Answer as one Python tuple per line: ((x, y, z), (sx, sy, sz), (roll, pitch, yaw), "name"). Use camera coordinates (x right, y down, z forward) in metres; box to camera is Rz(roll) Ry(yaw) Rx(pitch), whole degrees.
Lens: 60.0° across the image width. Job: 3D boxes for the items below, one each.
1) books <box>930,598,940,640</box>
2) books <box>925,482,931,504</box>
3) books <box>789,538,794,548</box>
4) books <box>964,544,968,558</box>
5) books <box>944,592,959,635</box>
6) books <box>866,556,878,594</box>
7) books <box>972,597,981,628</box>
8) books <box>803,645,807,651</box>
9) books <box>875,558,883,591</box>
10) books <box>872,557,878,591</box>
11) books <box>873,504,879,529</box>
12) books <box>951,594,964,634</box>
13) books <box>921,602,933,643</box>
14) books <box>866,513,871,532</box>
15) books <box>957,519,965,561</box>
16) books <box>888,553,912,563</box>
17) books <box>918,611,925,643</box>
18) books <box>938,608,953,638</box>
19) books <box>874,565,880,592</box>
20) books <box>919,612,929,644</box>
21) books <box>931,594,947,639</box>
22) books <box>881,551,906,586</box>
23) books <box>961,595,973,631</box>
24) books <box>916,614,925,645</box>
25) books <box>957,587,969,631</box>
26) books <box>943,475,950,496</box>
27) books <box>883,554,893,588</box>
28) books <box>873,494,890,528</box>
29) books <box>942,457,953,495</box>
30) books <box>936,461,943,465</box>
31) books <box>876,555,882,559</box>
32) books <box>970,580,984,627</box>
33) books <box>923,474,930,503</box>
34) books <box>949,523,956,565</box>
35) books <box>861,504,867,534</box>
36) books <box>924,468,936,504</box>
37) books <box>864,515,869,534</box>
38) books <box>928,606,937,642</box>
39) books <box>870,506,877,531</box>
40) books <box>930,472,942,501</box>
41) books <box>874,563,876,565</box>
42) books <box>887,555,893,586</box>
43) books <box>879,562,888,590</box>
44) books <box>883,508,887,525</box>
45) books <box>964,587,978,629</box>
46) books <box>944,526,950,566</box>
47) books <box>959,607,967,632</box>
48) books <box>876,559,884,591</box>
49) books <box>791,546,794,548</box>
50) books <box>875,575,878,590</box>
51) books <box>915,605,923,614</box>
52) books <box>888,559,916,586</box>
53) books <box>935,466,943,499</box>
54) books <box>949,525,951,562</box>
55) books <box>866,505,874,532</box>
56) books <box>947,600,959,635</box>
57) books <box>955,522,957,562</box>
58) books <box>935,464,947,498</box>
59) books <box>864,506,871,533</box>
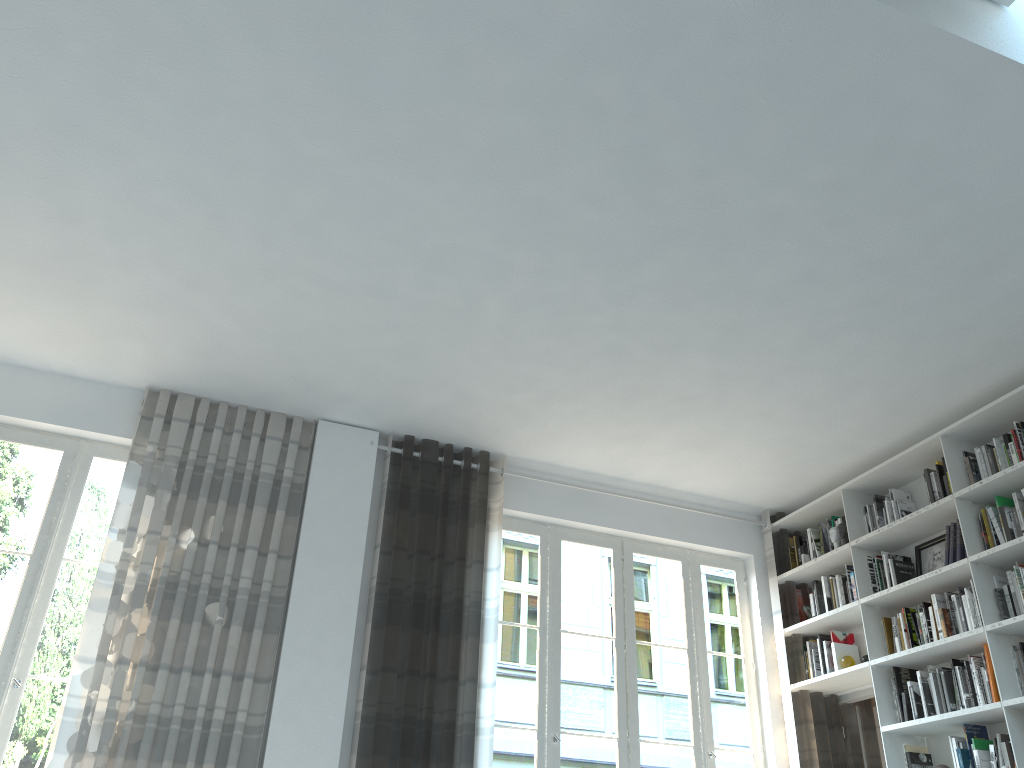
((2.446, 1.346, 4.970), (0.187, 0.269, 0.023), (13, -32, -18), "books")
((2.527, 0.684, 5.228), (0.153, 0.217, 0.028), (13, -32, -18), "books")
((2.046, 1.250, 6.304), (0.180, 0.305, 0.012), (13, -32, -18), "books")
((2.589, 0.897, 4.932), (0.174, 0.284, 0.079), (13, -32, -18), "books")
((2.494, 1.305, 4.912), (0.161, 0.284, 0.026), (13, -32, -18), "books")
((2.299, 1.222, 5.509), (0.184, 0.291, 0.005), (13, -32, -18), "books")
((2.554, 1.257, 4.750), (0.172, 0.205, 0.013), (13, -32, -18), "books")
((2.011, 1.884, 5.910), (0.189, 0.271, 0.011), (13, -32, -18), "books")
((2.327, 1.207, 5.448), (0.184, 0.258, 0.009), (13, -32, -18), "books")
((2.314, 1.221, 5.498), (0.148, 0.285, 0.007), (13, -32, -18), "books")
((2.364, 0.881, 5.596), (0.156, 0.241, 0.016), (13, -32, -18), "books")
((2.511, 1.298, 4.875), (0.158, 0.259, 0.029), (13, -32, -18), "books")
((2.427, 1.385, 5.038), (0.180, 0.271, 0.014), (13, -32, -18), "books")
((2.343, 0.927, 5.644), (0.158, 0.209, 0.033), (13, -32, -18), "books")
((2.558, 0.911, 4.952), (0.174, 0.281, 0.098), (13, -32, -18), "books")
((2.366, 1.160, 5.362), (0.166, 0.253, 0.012), (13, -32, -18), "books")
((2.412, 1.424, 5.063), (0.170, 0.227, 0.012), (13, -32, -18), "books")
((2.457, 1.351, 4.903), (0.192, 0.194, 0.029), (13, -32, -18), "books")
((2.311, 1.226, 5.438), (0.186, 0.213, 0.004), (13, -32, -18), "books")
((2.413, 1.418, 5.041), (0.173, 0.216, 0.031), (13, -32, -18), "books")
((2.451, 1.327, 4.951), (0.185, 0.284, 0.030), (13, -32, -18), "books")
((2.352, 1.169, 5.403), (0.191, 0.279, 0.005), (13, -32, -18), "books")
((2.526, 1.265, 4.788), (0.172, 0.229, 0.031), (13, -32, -18), "books")
((2.400, 1.433, 5.069), (0.164, 0.217, 0.014), (13, -32, -18), "books")
((2.523, 1.254, 4.819), (0.188, 0.279, 0.012), (13, -32, -18), "books")
((2.577, 0.631, 5.107), (0.177, 0.189, 0.027), (13, -32, -18), "books")
((2.348, 1.170, 5.384), (0.183, 0.257, 0.023), (13, -32, -18), "books")
((2.365, 0.837, 5.557), (0.190, 0.278, 0.015), (13, -32, -18), "books")
((2.579, 0.571, 5.110), (0.163, 0.295, 0.025), (13, -32, -18), "books")
((2.575, 0.610, 5.200), (0.137, 0.319, 0.014), (13, -32, -18), "books")
((2.331, 1.206, 5.476), (0.144, 0.287, 0.006), (13, -32, -18), "books")
((2.550, 1.200, 4.735), (0.182, 0.289, 0.012), (13, -32, -18), "books")
((2.532, 0.670, 5.263), (0.151, 0.276, 0.013), (13, -32, -18), "books")
((2.541, 0.938, 4.994), (0.174, 0.278, 0.111), (13, -32, -18), "books")
((2.331, 0.916, 5.698), (0.159, 0.283, 0.007), (13, -32, -18), "books")
((2.533, 0.644, 5.221), (0.188, 0.278, 0.025), (13, -32, -18), "books")
((2.327, 0.943, 5.666), (0.142, 0.203, 0.017), (13, -32, -18), "books")
((2.441, 1.387, 5.007), (0.162, 0.237, 0.047), (13, -32, -18), "books")
((2.354, 0.894, 5.602), (0.177, 0.223, 0.013), (13, -32, -18), "books")
((2.541, 0.645, 5.192), (0.155, 0.247, 0.028), (13, -32, -18), "books")
((2.318, 1.225, 5.450), (0.184, 0.227, 0.009), (13, -32, -18), "books")
((2.363, 1.168, 5.370), (0.168, 0.248, 0.011), (13, -32, -18), "books")
((2.334, 1.205, 5.404), (0.186, 0.217, 0.018), (13, -32, -18), "books")
((2.388, 0.873, 5.522), (0.161, 0.181, 0.026), (13, -32, -18), "books")
((2.536, 1.238, 4.774), (0.174, 0.262, 0.022), (13, -32, -18), "books")
((2.532, 0.961, 5.033), (0.174, 0.278, 0.111), (13, -32, -18), "books")
((2.517, 1.318, 4.835), (0.136, 0.185, 0.022), (13, -32, -18), "books")
((2.321, 1.202, 5.428), (0.189, 0.245, 0.004), (13, -32, -18), "books")
((2.061, 1.275, 6.282), (0.151, 0.240, 0.011), (13, -32, -18), "books")
((2.320, 1.252, 5.470), (0.172, 0.205, 0.015), (13, -32, -18), "books")
((2.408, 1.417, 5.098), (0.150, 0.276, 0.013), (13, -32, -18), "books")
((2.362, 1.170, 5.339), (0.185, 0.213, 0.012), (13, -32, -18), "books")
((2.565, 0.617, 5.176), (0.166, 0.282, 0.013), (13, -32, -18), "books")
((2.549, 0.952, 5.017), (0.174, 0.278, 0.111), (13, -32, -18), "books")
((2.345, 0.898, 5.633), (0.180, 0.248, 0.012), (13, -32, -18), "books")
((2.490, 1.317, 4.880), (0.171, 0.231, 0.013), (13, -32, -18), "books")
((2.566, 0.931, 4.981), (0.174, 0.278, 0.111), (13, -32, -18), "books")
((2.563, 0.608, 5.152), (0.183, 0.273, 0.011), (13, -32, -18), "books")
((2.337, 0.915, 5.672), (0.156, 0.257, 0.007), (13, -32, -18), "books")
